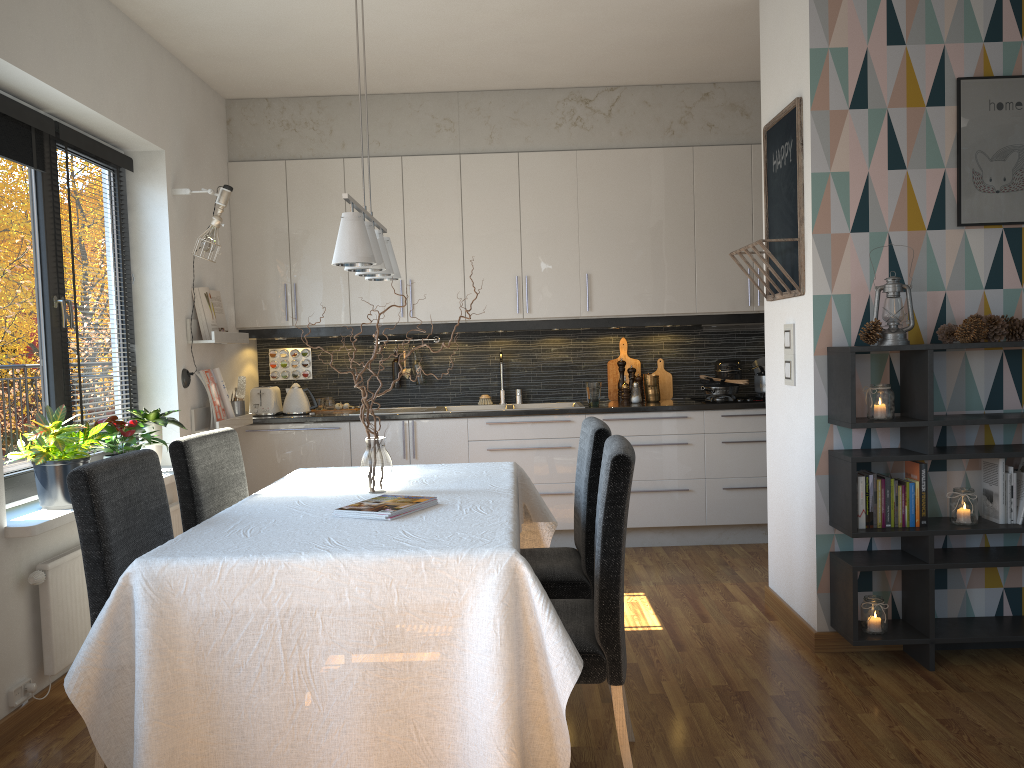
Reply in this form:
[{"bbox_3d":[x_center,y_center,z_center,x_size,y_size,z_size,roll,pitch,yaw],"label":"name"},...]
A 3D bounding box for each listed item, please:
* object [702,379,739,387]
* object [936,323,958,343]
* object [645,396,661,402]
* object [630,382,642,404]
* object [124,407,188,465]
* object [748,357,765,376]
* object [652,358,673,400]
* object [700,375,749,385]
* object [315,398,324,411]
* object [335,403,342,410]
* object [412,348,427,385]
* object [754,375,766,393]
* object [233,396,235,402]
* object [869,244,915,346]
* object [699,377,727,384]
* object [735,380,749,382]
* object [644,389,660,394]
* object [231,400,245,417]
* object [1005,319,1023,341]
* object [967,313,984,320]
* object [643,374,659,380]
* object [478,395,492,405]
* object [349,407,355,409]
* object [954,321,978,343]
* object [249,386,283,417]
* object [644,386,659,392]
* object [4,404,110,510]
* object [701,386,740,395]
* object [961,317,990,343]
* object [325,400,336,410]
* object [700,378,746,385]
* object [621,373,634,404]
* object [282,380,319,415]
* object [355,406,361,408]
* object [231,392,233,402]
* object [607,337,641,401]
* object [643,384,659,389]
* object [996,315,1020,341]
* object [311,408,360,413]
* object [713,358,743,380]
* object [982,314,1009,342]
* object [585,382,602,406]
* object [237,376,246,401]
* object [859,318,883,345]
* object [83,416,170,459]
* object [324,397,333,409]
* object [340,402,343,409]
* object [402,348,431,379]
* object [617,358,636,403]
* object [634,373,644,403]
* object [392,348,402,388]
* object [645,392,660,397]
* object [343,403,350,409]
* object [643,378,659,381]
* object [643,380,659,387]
[{"bbox_3d":[1.311,-0.001,5.648,0.243,0.082,0.347,0,3,37],"label":"object"},{"bbox_3d":[1.632,-0.188,3.301,0.078,0.084,0.098,-2,3,1],"label":"object"},{"bbox_3d":[0.895,0.096,5.639,0.100,0.036,0.100,0,3,33],"label":"object"},{"bbox_3d":[0.776,0.054,5.550,0.069,0.135,0.069,-3,3,-25],"label":"object"},{"bbox_3d":[-1.720,0.266,4.214,0.354,0.316,0.292,-2,3,-8],"label":"object"},{"bbox_3d":[1.581,-0.098,5.635,0.371,0.169,0.202,-3,3,-27],"label":"object"},{"bbox_3d":[0.983,-0.032,5.847,0.146,0.273,0.043,-2,3,0],"label":"object"},{"bbox_3d":[1.334,-0.025,5.594,0.334,0.061,0.059,0,4,43],"label":"object"},{"bbox_3d":[-1.239,0.131,5.691,0.071,0.076,0.071,-2,3,-7],"label":"object"},{"bbox_3d":[-1.110,0.145,5.674,0.045,0.045,0.046,-2,3,3],"label":"object"},{"bbox_3d":[-0.609,-0.117,5.816,0.093,0.243,0.074,-3,3,-26],"label":"object"},{"bbox_3d":[1.680,-0.021,5.609,0.200,0.154,0.347,-3,3,-20],"label":"object"},{"bbox_3d":[-1.615,0.136,5.126,0.007,0.159,0.089,-4,4,-39],"label":"object"},{"bbox_3d":[1.417,-0.336,3.290,0.154,0.384,0.163,-1,3,17],"label":"object"},{"bbox_3d":[1.324,-0.015,5.648,0.246,0.080,0.355,-2,2,3],"label":"object"},{"bbox_3d":[1.346,-0.016,5.630,0.065,0.021,0.336,-4,3,-41],"label":"object"},{"bbox_3d":[0.890,0.056,5.637,0.099,0.051,0.099,-2,3,-14],"label":"object"},{"bbox_3d":[-1.606,0.161,5.158,0.103,0.124,0.103,-2,3,-2],"label":"object"},{"bbox_3d":[1.872,-0.197,3.285,0.106,0.086,0.091,-1,3,14],"label":"object"},{"bbox_3d":[1.757,-0.217,3.354,0.090,0.106,0.097,-1,3,22],"label":"object"},{"bbox_3d":[0.883,-0.041,5.627,0.100,0.047,0.099,-2,2,-4],"label":"object"},{"bbox_3d":[-0.176,0.103,5.811,0.097,0.065,0.099,-2,3,-8],"label":"object"},{"bbox_3d":[-1.102,0.154,5.790,0.024,0.015,0.248,-4,3,-45],"label":"object"},{"bbox_3d":[1.656,-0.187,3.234,0.082,0.085,0.082,-1,3,15],"label":"object"},{"bbox_3d":[-1.545,0.113,5.560,0.175,0.192,0.253,-2,3,0],"label":"object"},{"bbox_3d":[0.887,0.036,5.638,0.099,0.043,0.100,-2,3,-12],"label":"object"},{"bbox_3d":[-1.700,0.267,3.332,0.299,0.385,0.333,-1,3,16],"label":"object"},{"bbox_3d":[1.290,0.034,5.670,0.351,0.061,0.232,-3,3,-26],"label":"object"},{"bbox_3d":[1.708,-0.199,3.288,0.110,0.101,0.114,-3,3,-17],"label":"object"},{"bbox_3d":[-1.169,0.134,5.711,0.065,0.064,0.065,-2,3,0],"label":"object"},{"bbox_3d":[1.322,-0.018,5.583,0.064,0.044,0.335,-4,3,-38],"label":"object"},{"bbox_3d":[0.725,0.025,5.592,0.080,0.192,0.058,-3,3,-16],"label":"object"},{"bbox_3d":[-1.341,0.092,5.551,0.204,0.236,0.178,0,4,37],"label":"object"},{"bbox_3d":[-1.080,0.151,5.802,0.249,0.017,0.024,0,3,35],"label":"object"},{"bbox_3d":[-1.640,0.121,5.174,0.007,0.161,0.086,-2,3,2],"label":"object"},{"bbox_3d":[0.740,-0.099,5.852,0.219,0.420,0.029,-2,3,0],"label":"object"},{"bbox_3d":[0.885,0.014,5.636,0.099,0.057,0.101,-1,3,12],"label":"object"},{"bbox_3d":[1.874,-0.213,3.353,0.097,0.102,0.099,-3,3,-29],"label":"object"},{"bbox_3d":[-1.155,0.170,5.748,0.335,0.012,0.212,-2,2,2],"label":"object"},{"bbox_3d":[1.392,-0.083,5.710,0.190,0.159,0.197,-4,4,-43],"label":"object"},{"bbox_3d":[1.780,-0.207,3.281,0.108,0.108,0.094,-4,3,-32],"label":"object"},{"bbox_3d":[0.501,0.063,5.450,0.102,0.146,0.102,-2,3,0],"label":"object"},{"bbox_3d":[-1.576,0.085,5.180,0.060,0.267,0.119,-2,3,-8],"label":"object"},{"bbox_3d":[1.324,-0.194,3.268,0.086,0.101,0.078,-1,3,14],"label":"object"},{"bbox_3d":[-1.668,0.284,3.816,0.371,0.309,0.380,-3,3,-25],"label":"object"},{"bbox_3d":[-1.200,0.127,5.779,0.071,0.076,0.071,-2,3,0],"label":"object"},{"bbox_3d":[-1.106,0.139,5.734,0.043,0.050,0.044,1,4,43],"label":"object"},{"bbox_3d":[-0.631,-0.136,5.829,0.188,0.204,0.072,-2,3,-13],"label":"object"},{"bbox_3d":[0.736,-0.024,5.672,0.123,0.283,0.061,-2,3,0],"label":"object"},{"bbox_3d":[0.804,0.025,5.618,0.058,0.184,0.058,0,4,33],"label":"object"},{"bbox_3d":[-0.760,-0.106,5.832,0.060,0.257,0.060,-1,3,22],"label":"object"},{"bbox_3d":[0.893,0.074,5.637,0.100,0.048,0.099,-1,3,19],"label":"object"},{"bbox_3d":[-1.065,0.143,5.698,0.043,0.043,0.044,-2,3,-3],"label":"object"},{"bbox_3d":[0.883,-0.021,5.630,0.100,0.036,0.100,0,3,29],"label":"object"},{"bbox_3d":[0.883,-0.004,5.631,0.100,0.036,0.100,-2,2,-6],"label":"object"}]
